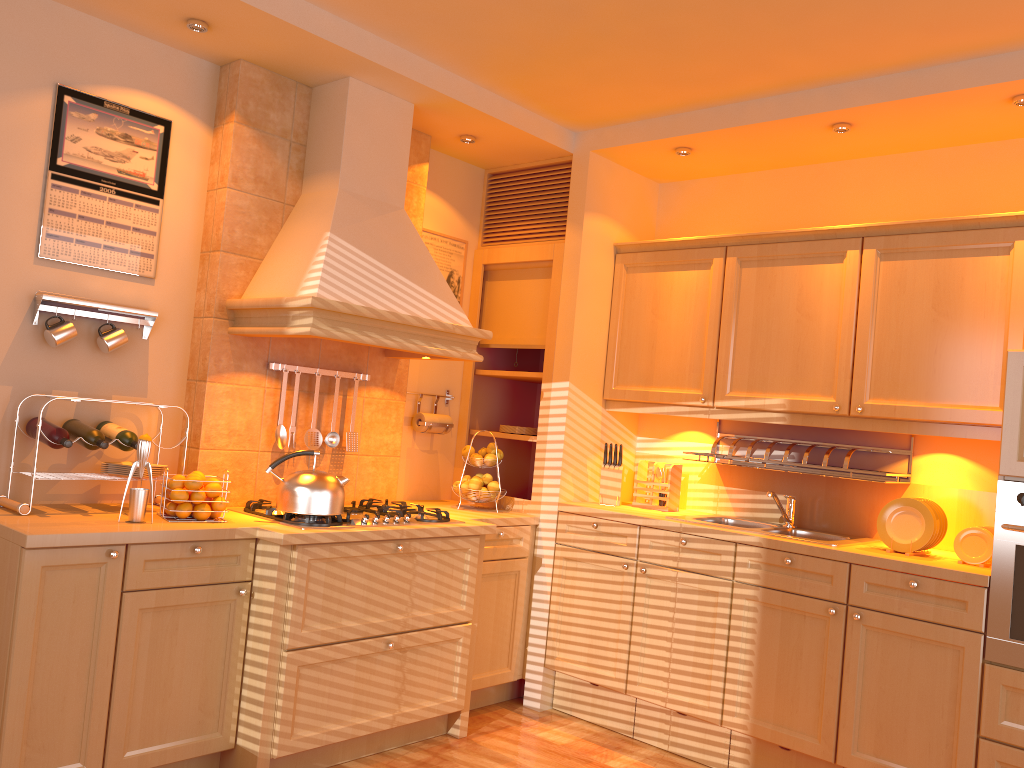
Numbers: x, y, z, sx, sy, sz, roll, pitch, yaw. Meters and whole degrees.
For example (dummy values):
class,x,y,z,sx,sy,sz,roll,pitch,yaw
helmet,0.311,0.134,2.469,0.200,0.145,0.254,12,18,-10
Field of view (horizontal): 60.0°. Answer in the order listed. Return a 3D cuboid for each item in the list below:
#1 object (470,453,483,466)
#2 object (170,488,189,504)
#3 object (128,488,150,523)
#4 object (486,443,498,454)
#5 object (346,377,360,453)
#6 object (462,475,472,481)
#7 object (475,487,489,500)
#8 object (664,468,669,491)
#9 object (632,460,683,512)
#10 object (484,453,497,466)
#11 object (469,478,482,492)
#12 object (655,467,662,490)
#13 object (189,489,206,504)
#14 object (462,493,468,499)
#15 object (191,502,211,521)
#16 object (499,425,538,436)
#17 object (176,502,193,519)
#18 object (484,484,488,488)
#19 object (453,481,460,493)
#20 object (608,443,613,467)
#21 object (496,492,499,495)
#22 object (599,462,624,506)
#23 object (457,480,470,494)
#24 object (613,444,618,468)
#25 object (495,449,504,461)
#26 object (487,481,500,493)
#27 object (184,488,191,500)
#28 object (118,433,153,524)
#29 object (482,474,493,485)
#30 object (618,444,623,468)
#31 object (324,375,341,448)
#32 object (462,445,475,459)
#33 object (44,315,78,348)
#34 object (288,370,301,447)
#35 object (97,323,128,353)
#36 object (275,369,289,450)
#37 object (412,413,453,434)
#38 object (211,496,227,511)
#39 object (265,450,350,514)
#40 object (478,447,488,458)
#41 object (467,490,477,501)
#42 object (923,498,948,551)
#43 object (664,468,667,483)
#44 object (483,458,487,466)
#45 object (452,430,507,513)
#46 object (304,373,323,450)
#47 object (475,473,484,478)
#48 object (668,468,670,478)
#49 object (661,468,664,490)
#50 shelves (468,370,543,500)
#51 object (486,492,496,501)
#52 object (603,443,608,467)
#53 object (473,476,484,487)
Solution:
class,x,y,z,sx,sy,sz,roll,pitch,yaw
object,-0.168,0.359,4.194,0.064,0.058,0.063,5,-2,8
object,-1.118,0.376,2.981,0.063,0.051,0.053,6,-2,-29
object,-1.214,0.394,2.878,0.060,0.106,0.060,5,-2,10
object,-0.094,0.307,4.204,0.055,0.059,0.058,5,-2,-2
object,-0.676,0.132,3.818,0.020,0.323,0.061,3,-3,42
object,-0.211,0.460,4.204,0.055,0.058,0.056,6,-2,-12
object,-0.140,0.510,4.136,0.064,0.062,0.064,4,-2,29
object,0.719,0.493,4.171,0.018,0.196,0.022,7,-3,-43
object,0.693,0.483,4.228,0.200,0.221,0.103,3,-3,42
object,-0.102,0.358,4.189,0.064,0.063,0.063,7,-3,-31
object,-0.170,0.468,4.110,0.056,0.063,0.065,5,-2,18
object,0.692,0.488,4.177,0.042,0.192,0.040,5,-2,3
object,-1.071,0.384,3.021,0.052,0.053,0.062,6,-2,-26
object,-0.214,0.524,4.219,0.046,0.043,0.047,5,-2,2
object,-1.062,0.436,3.032,0.074,0.063,0.064,4,-2,22
object,0.048,0.236,4.483,0.222,0.039,0.222,7,-3,-31
object,-1.106,0.425,2.990,0.052,0.057,0.060,5,-2,4
object,-0.109,0.480,4.226,0.057,0.059,0.058,5,-2,6
object,-0.252,0.488,4.209,0.056,0.057,0.053,5,-2,19
object,0.460,0.413,4.206,0.019,0.265,0.038,4,-2,25
object,-0.085,0.511,4.265,0.059,0.059,0.058,5,-2,-4
object,0.473,0.473,4.213,0.100,0.200,0.070,5,-2,16
object,-0.223,0.482,4.149,0.063,0.063,0.063,7,-3,-36
object,0.483,0.415,4.200,0.019,0.265,0.038,4,-2,25
object,-0.069,0.339,4.234,0.058,0.060,0.057,6,-2,-27
object,-0.084,0.483,4.145,0.063,0.060,0.064,7,-3,-33
object,-1.124,0.376,3.038,0.051,0.053,0.064,5,-2,5
object,-1.215,0.302,2.870,0.101,0.288,0.088,3,-3,42
object,-0.116,0.447,4.165,0.049,0.052,0.050,7,-3,-40
object,0.505,0.417,4.193,0.019,0.265,0.037,4,-2,25
object,-0.759,0.115,3.753,0.037,0.309,0.077,3,-3,41
object,-0.208,0.324,4.223,0.061,0.064,0.063,7,-3,-39
object,-1.548,-0.178,3.043,0.066,0.111,0.103,4,-3,35
object,-0.882,0.103,3.598,0.006,0.319,0.028,3,-3,42
object,-1.429,-0.162,3.175,0.066,0.111,0.103,4,-3,35
object,-0.913,0.100,3.548,0.028,0.323,0.055,3,-3,42
object,-0.386,0.192,4.329,0.096,0.094,0.186,3,-3,42
object,-1.009,0.415,3.056,0.052,0.054,0.061,6,-2,-21
object,-0.727,0.349,3.227,0.242,0.215,0.251,4,-2,29
object,-0.137,0.327,4.232,0.050,0.051,0.051,6,-2,-24
object,-0.186,0.521,4.174,0.052,0.056,0.057,5,-2,4
object,1.558,0.536,3.393,0.205,0.200,0.049,3,-3,44
object,0.718,0.494,4.193,0.023,0.196,0.018,7,-3,-43
object,-0.114,0.365,4.251,0.058,0.059,0.058,6,-2,-17
object,-0.147,0.407,4.219,0.265,0.376,0.265,5,-2,1
object,-0.810,0.113,3.670,0.017,0.320,0.090,3,-3,42
object,-0.151,0.447,4.219,0.051,0.048,0.050,6,-2,-15
object,0.732,0.493,4.205,0.042,0.192,0.040,5,-2,2
object,0.708,0.492,4.174,0.020,0.196,0.017,6,-2,-22
shelves,0.144,0.310,4.589,0.600,0.702,0.582,3,-3,42
object,-0.106,0.525,4.192,0.063,0.061,0.064,4,-2,20
object,0.439,0.411,4.212,0.019,0.265,0.037,5,-2,6
object,-0.162,0.463,4.166,0.063,0.061,0.063,5,-2,16
